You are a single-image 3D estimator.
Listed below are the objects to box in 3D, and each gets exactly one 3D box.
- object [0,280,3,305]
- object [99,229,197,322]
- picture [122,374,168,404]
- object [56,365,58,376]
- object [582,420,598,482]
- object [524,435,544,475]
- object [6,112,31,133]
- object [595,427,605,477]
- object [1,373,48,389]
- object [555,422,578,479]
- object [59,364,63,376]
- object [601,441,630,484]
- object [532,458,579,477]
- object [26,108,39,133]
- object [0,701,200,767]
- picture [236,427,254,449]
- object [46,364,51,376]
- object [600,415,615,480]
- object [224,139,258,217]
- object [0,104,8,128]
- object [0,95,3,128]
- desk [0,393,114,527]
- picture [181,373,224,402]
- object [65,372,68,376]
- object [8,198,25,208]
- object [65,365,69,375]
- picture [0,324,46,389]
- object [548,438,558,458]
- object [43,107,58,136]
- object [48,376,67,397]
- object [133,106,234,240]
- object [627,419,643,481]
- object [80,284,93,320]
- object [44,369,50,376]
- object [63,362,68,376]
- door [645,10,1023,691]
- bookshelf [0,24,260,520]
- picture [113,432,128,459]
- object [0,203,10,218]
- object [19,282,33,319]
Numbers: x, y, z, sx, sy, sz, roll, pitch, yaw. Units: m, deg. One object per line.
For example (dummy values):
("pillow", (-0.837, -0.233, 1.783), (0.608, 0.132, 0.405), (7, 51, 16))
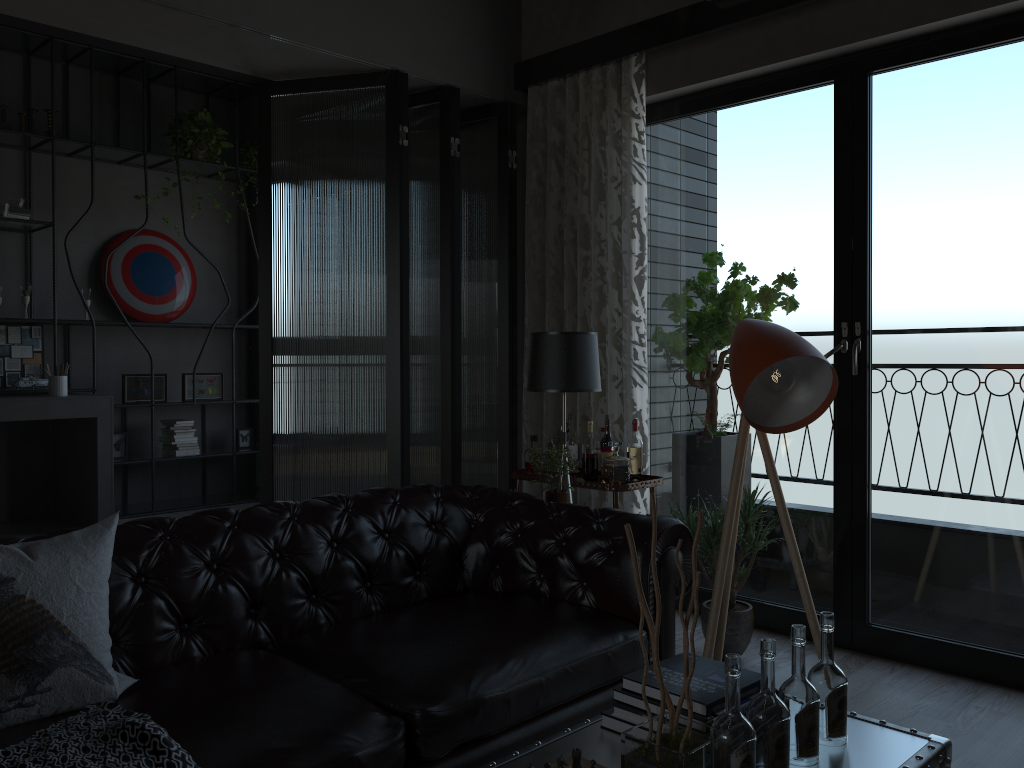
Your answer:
("object", (-3.503, -0.586, 6.038), (0.113, 0.302, 0.113), (-1, 1, -26))
("object", (-2.768, -0.825, 6.786), (0.751, 0.739, 0.185), (-1, 1, -45))
("picture", (-2.664, 0.032, 6.436), (0.049, 0.212, 0.313), (1, 1, 45))
("object", (-2.988, -0.039, 5.823), (0.009, 0.167, 0.061), (-1, 1, -33))
("object", (0.390, 0.331, 4.431), (0.081, 0.307, 0.081), (0, 1, -6))
("object", (0.117, 0.373, 4.686), (0.087, 0.206, 0.087), (0, 1, -20))
("object", (-3.263, -1.726, 5.913), (0.189, 0.152, 0.189), (-1, 1, -22))
("object", (0.472, 0.352, 4.567), (0.067, 0.257, 0.099), (-1, 1, -40))
("object", (-3.269, -0.023, 6.053), (0.379, 0.111, 0.351), (0, 2, -12))
("object", (0.270, 0.338, 4.430), (0.114, 0.292, 0.114), (0, 1, -17))
("object", (-2.969, -0.031, 5.833), (0.023, 0.204, 0.037), (0, 1, -6))
("object", (0.494, 0.381, 4.231), (0.101, 0.211, 0.101), (-1, 1, -30))
("object", (0.224, 0.433, 4.571), (0.245, 0.092, 0.151), (0, 1, -4))
("object", (-3.275, -1.770, 6.060), (0.084, 0.233, 0.084), (0, 1, 26))
("object", (-0.642, 1.027, 1.412), (0.562, 0.569, 1.699), (-1, 2, -25))
("picture", (-2.149, 0.436, 7.133), (0.032, 0.165, 0.137), (1, 1, 45))
("object", (-3.008, -0.029, 5.783), (0.046, 0.202, 0.023), (0, 1, -9))
("object", (0.479, 0.318, 4.433), (0.080, 0.329, 0.080), (0, 1, 35))
("object", (-2.053, -1.607, 6.953), (0.445, 0.633, 0.401), (-1, 1, -27))
("object", (-3.426, -1.764, 5.976), (0.080, 0.226, 0.080), (0, 1, 18))
("object", (-3.361, -1.768, 5.801), (0.100, 0.243, 0.100), (-1, 1, -36))
("desk", (-3.677, 0.535, 5.393), (0.845, 0.885, 2.130), (1, 2, 45))
("picture", (-2.353, 0.022, 6.749), (0.048, 0.212, 0.313), (1, 1, 45))
("object", (-2.939, -0.007, 5.798), (0.068, 0.159, 0.009), (-1, 1, -32))
("object", (-3.364, -1.222, 6.020), (0.103, 0.068, 0.103), (1, 2, 38))
("object", (-2.937, -0.042, 5.821), (0.009, 0.169, 0.062), (1, 1, 44))
("picture", (-3.539, -0.188, 6.032), (0.051, 0.447, 0.665), (1, 1, 45))
("object", (0.219, 0.385, 4.772), (0.052, 0.182, 0.135), (0, 1, -8))
("object", (-3.147, -1.770, 6.050), (0.130, 0.232, 0.130), (0, 1, 22))
("object", (-2.964, 0.015, 5.789), (0.110, 0.137, 0.110), (-1, 1, -35))
("object", (-2.434, -1.549, 6.572), (0.720, 1.025, 0.650), (-1, 1, -27))
("object", (0.617, 0.329, 4.443), (0.081, 0.308, 0.081), (0, 1, 37))
("object", (-3.034, -0.579, 6.320), (0.113, 0.270, 0.113), (0, 1, 34))
("object", (-2.988, -0.020, 5.783), (0.137, 0.190, 0.009), (-1, 1, -42))
("object", (-2.946, -0.050, 5.830), (0.052, 0.185, 0.009), (-1, 1, -43))
("door", (1.521, -0.139, 3.988), (2.669, 2.680, 0.111), (1, 1, 45))
("bookshelf", (-3.604, -0.662, 5.698), (0.526, 3.282, 4.484), (1, 1, 45))
("picture", (-2.862, 0.445, 6.388), (0.036, 0.190, 0.172), (1, 1, 45))
("object", (-3.313, -1.121, 5.759), (0.092, 0.099, 0.092), (0, 1, 2))
("object", (-3.250, -0.556, 5.922), (0.113, 0.246, 0.113), (-1, 1, -26))
